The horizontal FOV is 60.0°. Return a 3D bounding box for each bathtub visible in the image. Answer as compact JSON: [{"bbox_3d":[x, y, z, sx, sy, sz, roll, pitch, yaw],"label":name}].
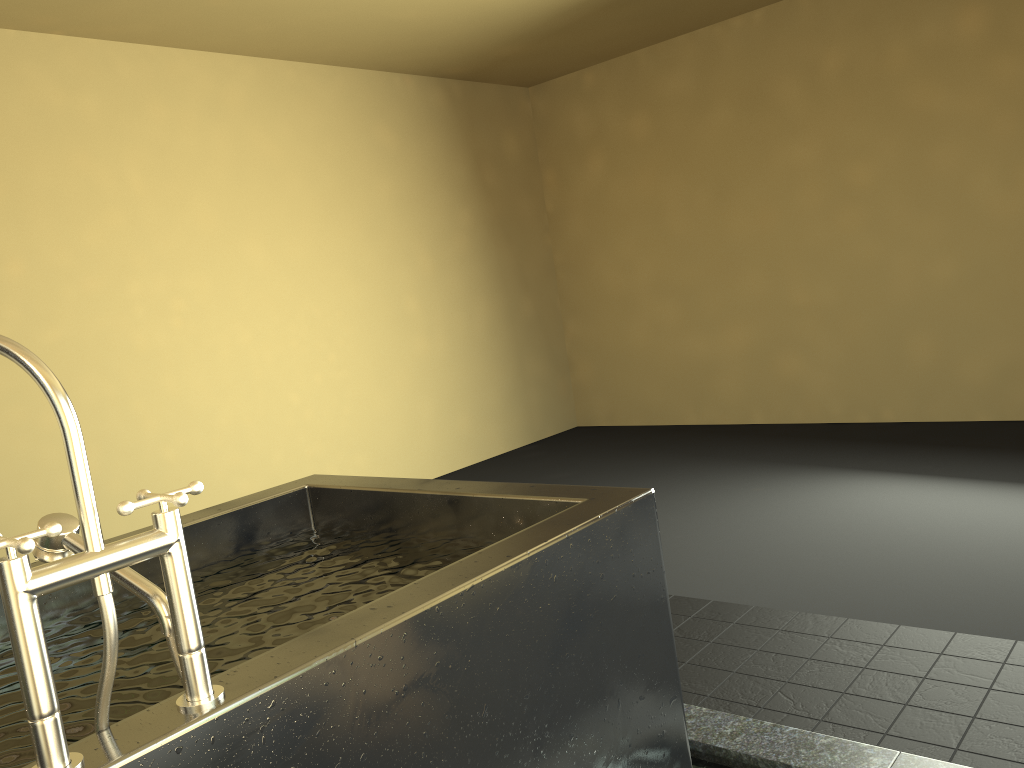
[{"bbox_3d":[-0.799,0.531,1.249,1.067,1.160,2.136,-4,8,41],"label":"bathtub"}]

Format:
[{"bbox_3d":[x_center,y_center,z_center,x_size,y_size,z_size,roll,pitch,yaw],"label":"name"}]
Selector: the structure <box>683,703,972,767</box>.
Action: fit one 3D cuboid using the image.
[{"bbox_3d":[-0.994,1.343,1.012,1.971,0.635,3.807,-3,8,41],"label":"structure"}]
